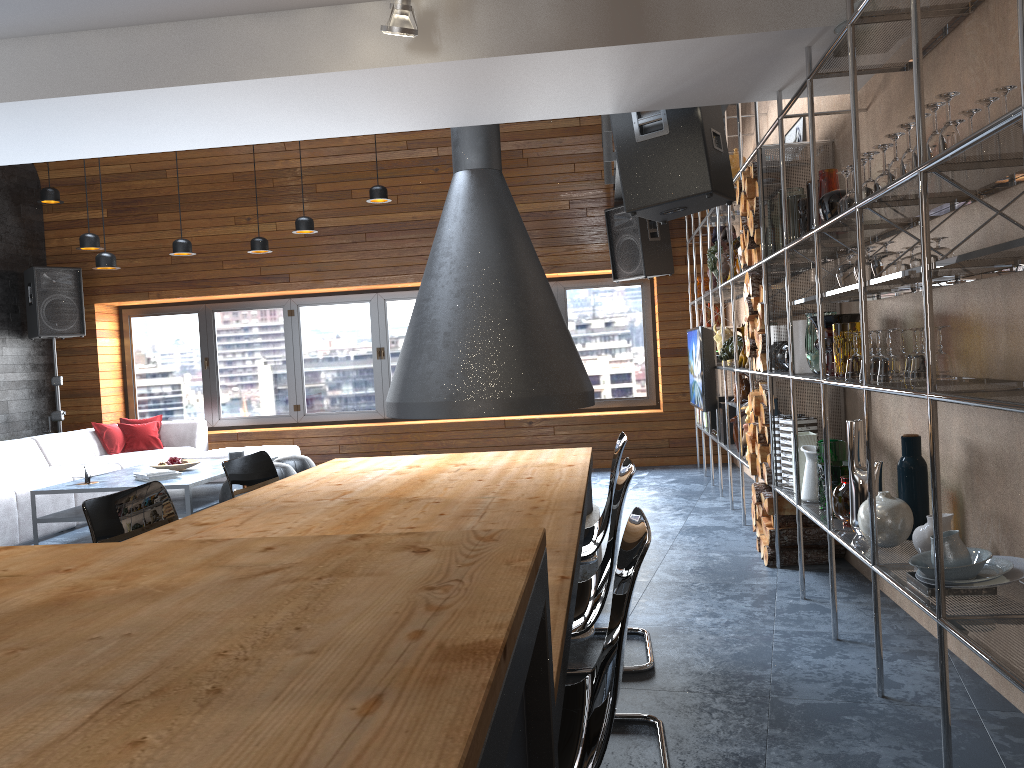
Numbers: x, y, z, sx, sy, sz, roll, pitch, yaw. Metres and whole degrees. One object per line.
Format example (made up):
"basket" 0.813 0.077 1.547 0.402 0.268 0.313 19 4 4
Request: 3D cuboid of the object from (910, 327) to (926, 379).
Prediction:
"object" 1.373 -0.104 2.970 0.081 0.170 0.081 -3 2 2

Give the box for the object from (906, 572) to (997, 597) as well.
"object" 1.246 0.567 2.523 0.184 0.024 0.184 -3 2 6

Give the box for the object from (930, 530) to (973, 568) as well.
"object" 1.246 0.483 2.518 0.101 0.136 0.098 -3 2 -10

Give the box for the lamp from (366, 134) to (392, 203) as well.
"lamp" -1.159 -2.316 7.414 0.210 1.565 0.210 -2 2 44

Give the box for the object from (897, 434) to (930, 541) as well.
"object" 1.424 0.364 3.148 0.099 0.372 0.099 -4 2 -35

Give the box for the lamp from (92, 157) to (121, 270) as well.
"lamp" -3.317 -2.061 7.083 0.210 2.273 0.210 -2 2 44

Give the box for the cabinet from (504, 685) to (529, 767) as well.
"cabinet" -0.290 0.724 0.720 0.578 0.828 0.696 -3 2 6

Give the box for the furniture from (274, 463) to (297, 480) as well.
"furniture" -1.780 0.818 6.606 0.402 0.462 0.401 -2 2 26

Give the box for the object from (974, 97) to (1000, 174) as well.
"object" 1.267 -0.659 2.359 0.060 0.191 0.060 -2 2 32

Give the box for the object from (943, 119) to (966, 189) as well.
"object" 1.291 -0.667 2.582 0.060 0.191 0.060 -2 2 32

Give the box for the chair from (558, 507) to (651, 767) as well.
"chair" 0.029 0.681 1.668 0.599 0.825 0.527 -3 2 6

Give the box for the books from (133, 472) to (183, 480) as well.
"books" -2.506 0.644 6.278 0.239 0.021 0.299 -5 2 -42

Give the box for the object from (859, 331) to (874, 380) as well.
"object" 1.258 -0.101 3.110 0.081 0.170 0.081 -3 2 2

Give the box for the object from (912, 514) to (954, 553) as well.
"object" 1.370 0.490 2.885 0.100 0.142 0.102 -4 2 -14

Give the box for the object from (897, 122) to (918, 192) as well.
"object" 1.158 -0.659 2.585 0.060 0.191 0.060 -2 2 32

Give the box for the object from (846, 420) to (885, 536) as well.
"object" 1.304 0.343 3.258 0.129 0.420 0.129 -3 2 10

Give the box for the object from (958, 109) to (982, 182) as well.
"object" 1.279 -0.663 2.470 0.060 0.191 0.060 -2 2 42

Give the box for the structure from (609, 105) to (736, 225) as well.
"structure" 0.790 -1.195 4.361 0.506 0.744 0.460 -2 2 32

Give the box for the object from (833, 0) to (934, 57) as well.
"object" 1.270 -1.241 3.018 0.322 0.164 0.311 -3 2 -6

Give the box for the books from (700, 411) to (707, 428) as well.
"books" 1.821 0.279 8.160 0.139 0.208 0.461 -3 2 6

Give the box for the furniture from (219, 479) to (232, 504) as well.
"furniture" -1.801 0.834 6.097 0.401 0.462 0.402 -3 2 21

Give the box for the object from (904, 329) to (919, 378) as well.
"object" 1.400 -0.108 3.078 0.081 0.170 0.081 -3 2 2

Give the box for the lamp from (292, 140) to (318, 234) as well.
"lamp" -1.768 -2.213 7.324 0.210 1.911 0.210 -2 2 44

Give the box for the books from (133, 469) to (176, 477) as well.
"books" -2.509 0.625 6.234 0.210 0.017 0.265 -5 2 -42

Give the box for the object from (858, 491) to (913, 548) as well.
"object" 1.288 0.466 3.060 0.177 0.188 0.177 -5 2 -43

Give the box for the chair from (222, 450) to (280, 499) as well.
"chair" -0.781 0.675 3.412 0.599 0.825 0.527 -3 2 6

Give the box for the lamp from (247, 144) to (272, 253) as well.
"lamp" -2.253 -2.151 7.706 0.210 2.002 0.210 -2 2 44

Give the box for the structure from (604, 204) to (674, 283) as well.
"structure" 1.212 -1.334 8.314 0.488 0.735 0.461 -4 2 -34

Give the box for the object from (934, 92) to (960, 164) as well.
"object" 1.126 -0.649 2.286 0.060 0.191 0.060 -2 2 32

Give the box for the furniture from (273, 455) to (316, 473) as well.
"furniture" -1.758 0.802 7.132 0.401 0.462 0.402 -5 2 -44

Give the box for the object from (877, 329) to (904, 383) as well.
"object" 1.218 -0.092 2.861 0.081 0.170 0.081 -2 2 32

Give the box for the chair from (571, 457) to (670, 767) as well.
"chair" 0.121 0.651 2.528 0.599 0.825 0.527 -3 2 6

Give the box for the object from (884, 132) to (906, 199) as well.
"object" 1.171 -0.663 2.703 0.060 0.191 0.060 -2 2 32

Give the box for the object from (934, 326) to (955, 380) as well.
"object" 1.368 -0.100 2.834 0.081 0.170 0.081 -2 2 32

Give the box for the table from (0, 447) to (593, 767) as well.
"table" -0.534 0.678 1.063 1.185 0.927 5.999 -3 2 6

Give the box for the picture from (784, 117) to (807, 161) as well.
"picture" 1.666 -1.101 5.257 0.090 0.863 0.530 -3 2 6

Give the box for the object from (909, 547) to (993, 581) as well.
"object" 1.245 0.517 2.519 0.215 0.080 0.217 -3 2 15

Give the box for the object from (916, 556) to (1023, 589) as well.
"object" 1.308 0.533 2.503 0.308 0.058 0.311 -3 2 15

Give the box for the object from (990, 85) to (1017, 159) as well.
"object" 1.256 -0.655 2.258 0.060 0.191 0.060 -2 2 32

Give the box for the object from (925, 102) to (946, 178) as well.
"object" 1.136 -0.652 2.378 0.060 0.191 0.060 -2 2 32

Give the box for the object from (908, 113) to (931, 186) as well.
"object" 1.148 -0.656 2.489 0.060 0.191 0.060 -2 2 32

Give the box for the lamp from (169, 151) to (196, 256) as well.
"lamp" -2.796 -2.095 7.352 0.210 2.034 0.210 -2 2 44

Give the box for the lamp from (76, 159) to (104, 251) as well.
"lamp" -3.525 -2.127 7.264 0.210 2.036 0.210 -2 2 44

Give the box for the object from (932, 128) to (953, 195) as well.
"object" 1.300 -0.670 2.670 0.060 0.191 0.060 -2 2 32

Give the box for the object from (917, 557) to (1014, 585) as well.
"object" 1.282 0.531 2.514 0.246 0.052 0.249 -3 2 15

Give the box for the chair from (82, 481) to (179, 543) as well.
"chair" -0.873 0.706 2.552 0.599 0.825 0.527 -3 2 6

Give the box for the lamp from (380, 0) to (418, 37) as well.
"lamp" -0.390 -1.295 3.024 0.127 0.242 0.127 -3 2 17

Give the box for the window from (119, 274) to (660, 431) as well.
"window" -1.400 -0.300 9.475 5.936 1.522 0.101 -3 2 6

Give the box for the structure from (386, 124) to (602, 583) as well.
"structure" -0.258 -1.838 4.819 1.197 5.700 1.689 -3 2 6

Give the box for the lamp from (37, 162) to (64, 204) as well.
"lamp" -4.075 -2.274 7.741 0.210 1.369 0.210 -2 2 44

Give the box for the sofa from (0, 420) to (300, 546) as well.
"sofa" -3.221 0.768 7.201 2.204 0.693 4.035 -3 2 6

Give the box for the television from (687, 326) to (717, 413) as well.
"television" 1.505 -0.129 7.043 0.115 0.638 1.075 -3 2 6

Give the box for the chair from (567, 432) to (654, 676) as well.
"chair" 0.213 0.621 3.388 0.599 0.825 0.527 -3 2 6

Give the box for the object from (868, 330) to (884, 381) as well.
"object" 1.241 -0.097 3.001 0.081 0.170 0.081 -3 2 2

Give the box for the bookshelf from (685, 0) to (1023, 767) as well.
"bookshelf" 1.222 -2.127 3.000 0.421 6.219 10.739 -3 2 6
